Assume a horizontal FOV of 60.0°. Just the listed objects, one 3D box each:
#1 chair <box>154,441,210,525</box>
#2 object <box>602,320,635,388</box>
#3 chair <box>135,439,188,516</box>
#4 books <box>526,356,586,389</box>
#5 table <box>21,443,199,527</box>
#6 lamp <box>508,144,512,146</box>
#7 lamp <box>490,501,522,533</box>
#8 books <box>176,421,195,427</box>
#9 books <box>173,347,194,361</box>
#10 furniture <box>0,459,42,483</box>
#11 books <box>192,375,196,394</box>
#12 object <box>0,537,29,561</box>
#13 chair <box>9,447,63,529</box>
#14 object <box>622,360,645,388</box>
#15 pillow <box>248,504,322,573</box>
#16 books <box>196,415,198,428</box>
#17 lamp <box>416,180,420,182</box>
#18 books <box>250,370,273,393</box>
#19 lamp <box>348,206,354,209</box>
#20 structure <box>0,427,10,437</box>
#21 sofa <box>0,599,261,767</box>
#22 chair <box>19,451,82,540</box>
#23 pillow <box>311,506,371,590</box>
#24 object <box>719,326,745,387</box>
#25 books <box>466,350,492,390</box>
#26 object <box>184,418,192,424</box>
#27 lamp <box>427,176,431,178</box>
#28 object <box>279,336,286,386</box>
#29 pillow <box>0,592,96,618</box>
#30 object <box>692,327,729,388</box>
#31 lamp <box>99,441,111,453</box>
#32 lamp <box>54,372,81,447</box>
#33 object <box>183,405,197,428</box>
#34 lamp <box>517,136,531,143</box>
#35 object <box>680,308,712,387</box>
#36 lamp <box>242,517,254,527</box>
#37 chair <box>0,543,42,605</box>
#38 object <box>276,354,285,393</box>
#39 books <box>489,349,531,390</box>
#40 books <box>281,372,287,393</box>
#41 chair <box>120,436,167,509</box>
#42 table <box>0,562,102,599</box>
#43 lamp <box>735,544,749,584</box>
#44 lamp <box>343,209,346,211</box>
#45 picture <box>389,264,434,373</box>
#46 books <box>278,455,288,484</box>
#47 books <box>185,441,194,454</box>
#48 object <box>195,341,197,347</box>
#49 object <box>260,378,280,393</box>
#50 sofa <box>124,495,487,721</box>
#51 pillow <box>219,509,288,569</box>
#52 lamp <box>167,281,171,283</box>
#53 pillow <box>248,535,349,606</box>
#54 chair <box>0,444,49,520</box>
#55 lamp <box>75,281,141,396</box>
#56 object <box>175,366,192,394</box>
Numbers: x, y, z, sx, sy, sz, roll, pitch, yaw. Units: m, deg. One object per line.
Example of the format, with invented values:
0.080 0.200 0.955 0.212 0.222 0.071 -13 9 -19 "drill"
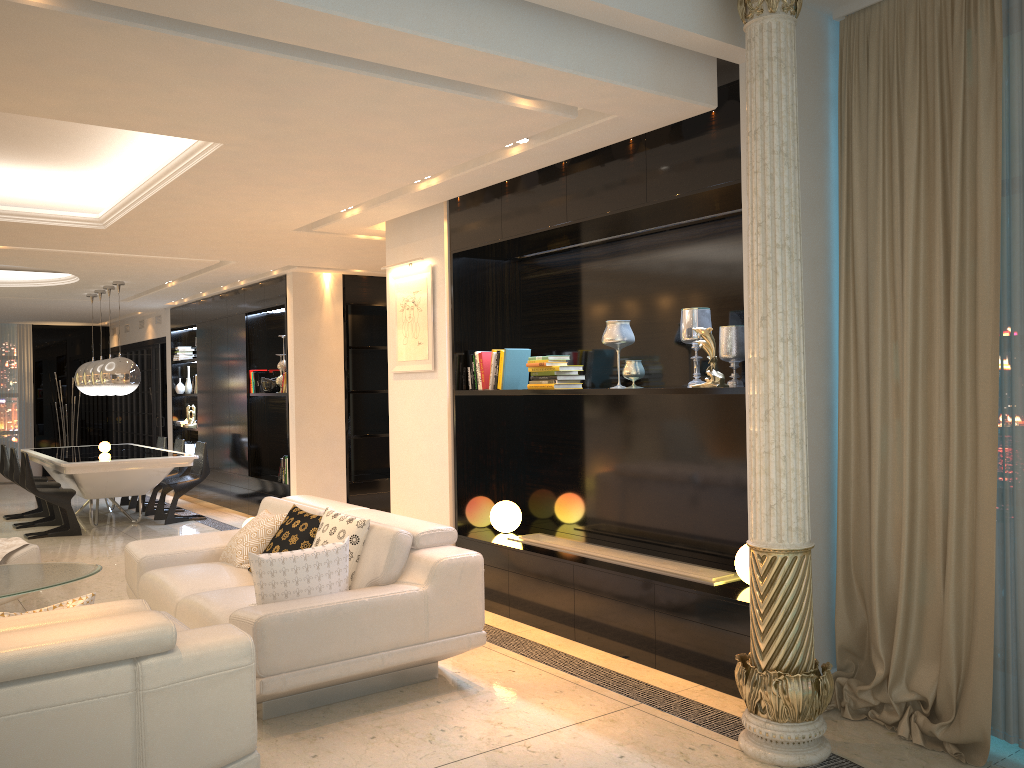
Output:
-3.671 1.085 9.851 0.496 0.858 0.523 -1 0 -36 "chair"
0.602 -0.166 5.008 0.181 0.381 0.181 -1 0 -42 "object"
-4.169 1.095 10.539 0.496 0.858 0.523 -1 0 -36 "chair"
0.261 -0.069 5.386 0.260 0.197 0.296 -1 0 -33 "books"
-4.644 1.152 10.071 1.293 0.759 3.031 -1 0 -36 "table"
-0.035 -1.286 4.550 0.107 0.127 0.107 -1 0 35 "lamp"
-0.041 0.889 5.948 0.212 0.214 0.213 -1 0 4 "lamp"
-4.629 0.564 12.596 0.209 0.073 0.266 -1 0 -33 "books"
-4.659 -0.427 12.599 0.259 0.188 0.302 -1 0 -29 "books"
-8.179 1.424 14.659 0.735 0.357 0.735 -1 0 26 "furniture"
-4.242 0.004 12.066 0.207 0.256 0.245 -1 0 -37 "books"
-3.588 1.209 5.160 1.347 0.580 0.972 -1 0 1 "object"
-5.180 1.113 9.676 0.496 0.858 0.523 -1 0 -36 "chair"
0.671 -0.053 4.895 0.119 0.154 0.119 -1 0 -26 "object"
-1.252 0.880 4.904 0.323 0.355 0.524 -1 0 -35 "pillow"
-4.119 0.475 11.904 0.182 0.232 0.284 -1 0 -33 "books"
-0.588 -1.274 5.314 0.107 0.127 0.107 -1 0 -25 "lamp"
-2.859 -0.028 10.132 0.210 0.270 0.236 -1 0 -36 "books"
-1.125 -1.264 6.055 0.107 0.127 0.107 -1 0 -25 "lamp"
-8.766 1.043 13.847 1.282 1.142 1.275 -1 0 10 "structure"
-2.074 1.100 2.627 2.328 0.754 1.145 -1 0 -36 "sofa"
-4.672 1.103 8.974 0.496 0.858 0.523 -1 0 -36 "chair"
-0.949 0.859 4.559 0.255 0.399 0.526 -1 0 -36 "pillow"
1.118 -0.131 4.457 0.147 0.317 0.147 -1 0 -34 "object"
-0.159 -0.094 5.917 0.208 0.270 0.240 -1 0 -36 "books"
-4.519 0.536 12.413 0.125 0.125 0.125 -1 0 4 "object"
-0.516 -1.276 5.215 0.107 0.127 0.107 -1 0 35 "lamp"
-2.449 -0.211 9.531 0.121 0.612 0.121 -1 0 -41 "object"
-1.613 0.888 2.894 0.463 0.380 0.222 -1 0 -31 "pillow"
0.943 -0.130 4.278 0.116 0.293 0.182 -1 0 -39 "object"
-4.592 0.709 10.000 0.125 0.125 0.125 -1 0 15 "lamp"
-7.677 0.694 15.334 0.418 1.801 0.200 -1 0 -36 "lamp"
-4.439 0.444 12.266 0.177 0.311 0.177 -1 0 -36 "object"
0.046 -1.275 4.448 0.107 0.127 0.107 -1 0 35 "lamp"
0.971 -0.183 4.670 0.156 0.426 0.156 -1 0 -31 "object"
-2.475 1.382 8.498 0.212 0.214 0.213 -1 0 4 "lamp"
-3.456 1.009 5.324 1.027 0.991 0.983 -1 0 -37 "chair"
-2.515 -0.112 9.670 0.121 0.416 0.121 -1 0 -41 "object"
-0.019 -0.093 5.731 0.212 0.261 0.210 -1 0 -36 "books"
-2.318 -0.024 9.385 0.189 0.238 0.290 -1 0 -37 "books"
-4.642 1.104 11.192 0.496 0.858 0.523 -1 0 -36 "chair"
-2.878 1.193 3.731 2.140 0.565 0.999 -1 0 -37 "table"
1.180 0.865 4.261 0.213 0.214 0.212 -1 0 15 "lamp"
-1.192 -1.262 6.148 0.107 0.127 0.107 -1 0 -25 "lamp"
-0.711 -0.450 6.281 0.027 0.729 0.610 -1 0 -36 "picture"
-2.329 0.898 9.401 0.222 0.296 0.345 -1 0 -36 "books"
-4.664 0.958 12.648 0.210 0.270 0.236 -1 0 -36 "books"
-4.281 -0.490 12.160 0.111 0.301 0.111 -1 0 -40 "object"
-2.689 0.017 9.870 0.193 0.177 0.375 -1 0 -35 "object"
-1.250 1.086 4.827 1.145 0.754 2.328 -1 0 -36 "sofa"
-1.528 0.920 5.269 0.351 0.329 0.521 -1 0 -36 "pillow"
-3.901 -1.207 9.996 0.107 0.127 0.271 -1 0 -36 "lamp"
-0.985 0.888 4.174 0.521 0.325 0.281 -1 0 -26 "pillow"
-5.678 1.123 10.364 0.496 0.858 0.523 -1 0 -36 "chair"
-4.643 -0.481 10.127 0.408 1.226 1.827 -1 0 -36 "lamp"
-4.662 -0.056 12.577 0.210 0.395 0.180 -1 0 -33 "object"
